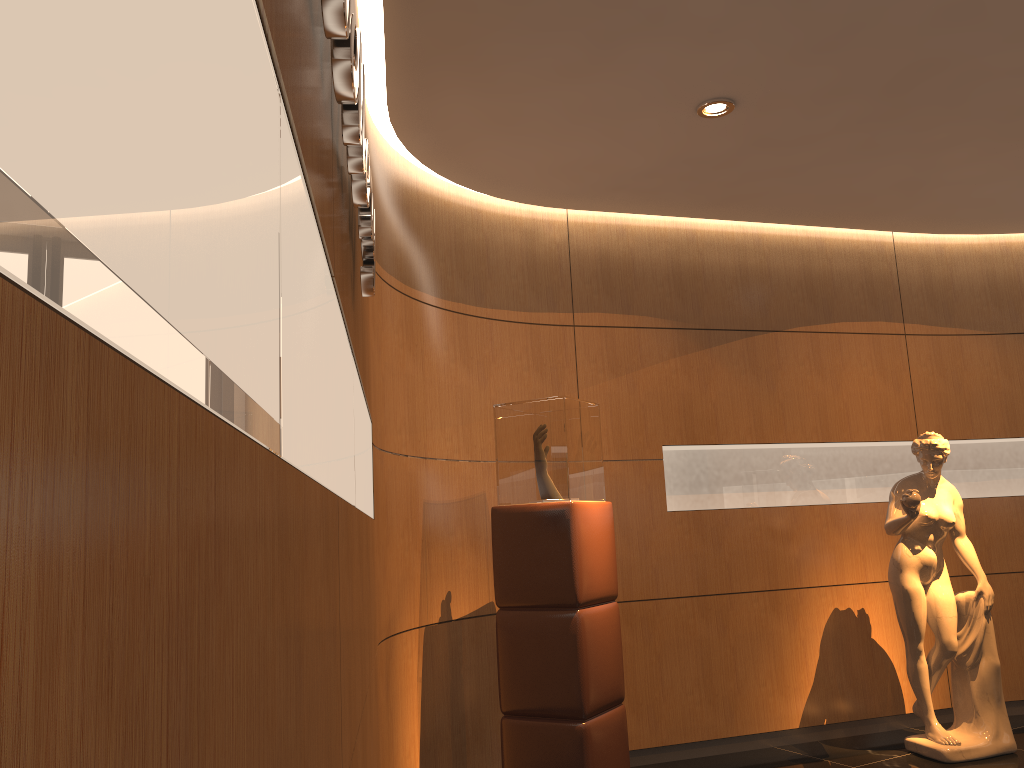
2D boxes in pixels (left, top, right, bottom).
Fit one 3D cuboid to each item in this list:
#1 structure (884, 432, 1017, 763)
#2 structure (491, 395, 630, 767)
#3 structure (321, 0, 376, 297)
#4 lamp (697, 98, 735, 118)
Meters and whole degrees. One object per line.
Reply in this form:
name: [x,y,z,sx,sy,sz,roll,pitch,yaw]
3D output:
structure: [2.456,1.210,5.219,0.733,1.836,0.477,2,-11,-29]
structure: [0.223,1.088,4.334,0.484,2.000,0.498,-8,-11,29]
structure: [-0.306,-0.578,1.655,0.034,0.442,2.050,-2,-10,-7]
lamp: [0.965,-1.334,4.212,0.176,0.068,0.176,1,-10,-23]
